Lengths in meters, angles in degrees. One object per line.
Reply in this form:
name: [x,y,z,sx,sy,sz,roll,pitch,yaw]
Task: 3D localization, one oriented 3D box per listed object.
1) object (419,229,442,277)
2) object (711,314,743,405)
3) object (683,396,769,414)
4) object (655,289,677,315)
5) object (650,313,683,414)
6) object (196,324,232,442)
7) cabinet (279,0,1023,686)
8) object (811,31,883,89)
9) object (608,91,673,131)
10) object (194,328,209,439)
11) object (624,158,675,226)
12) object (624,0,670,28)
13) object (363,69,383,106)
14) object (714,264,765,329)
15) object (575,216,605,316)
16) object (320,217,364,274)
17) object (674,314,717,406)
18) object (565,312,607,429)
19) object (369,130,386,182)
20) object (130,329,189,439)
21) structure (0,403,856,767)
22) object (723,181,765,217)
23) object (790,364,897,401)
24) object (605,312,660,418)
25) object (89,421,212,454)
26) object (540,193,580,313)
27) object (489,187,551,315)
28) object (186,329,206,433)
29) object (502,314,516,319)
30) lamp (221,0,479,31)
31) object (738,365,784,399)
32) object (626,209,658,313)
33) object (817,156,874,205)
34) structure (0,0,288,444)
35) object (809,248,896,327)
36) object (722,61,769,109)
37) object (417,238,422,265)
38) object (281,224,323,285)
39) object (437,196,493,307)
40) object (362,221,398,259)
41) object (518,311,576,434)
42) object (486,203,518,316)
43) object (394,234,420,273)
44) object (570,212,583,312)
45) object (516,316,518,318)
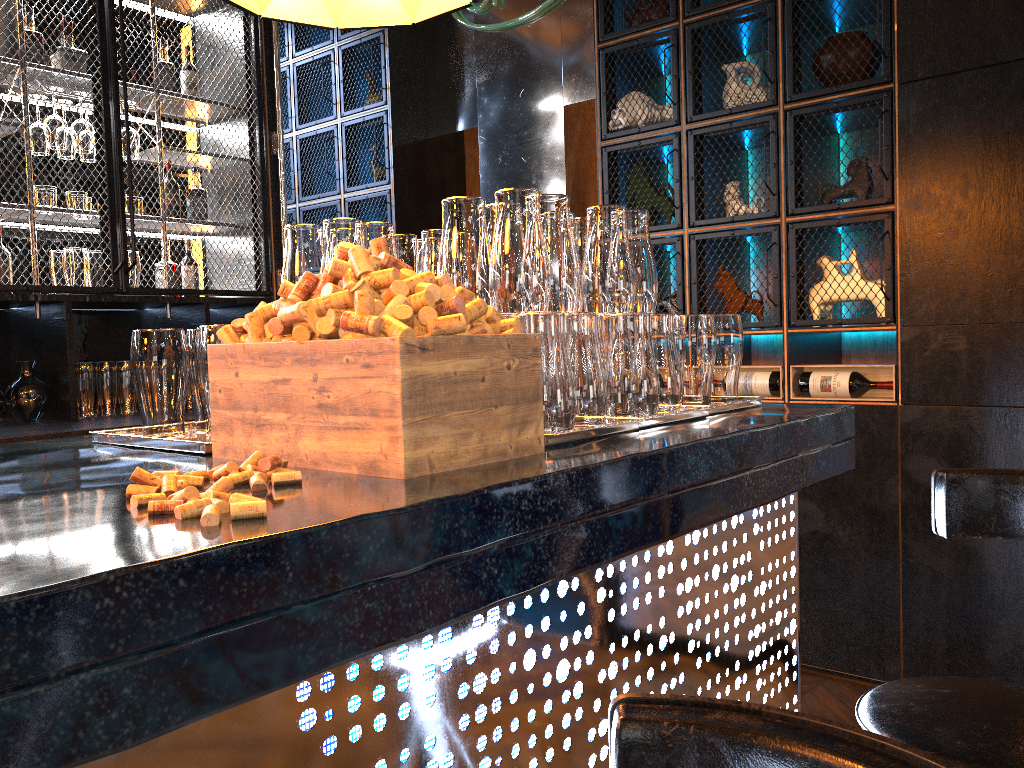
object: [-0.163,-0.243,2.014,0.105,0.209,0.105,-3,3,-25]
object: [0.476,-0.054,2.027,0.105,0.209,0.105,-1,3,15]
object: [0.335,0.045,2.055,0.437,0.019,0.273,1,4,40]
object: [0.649,-0.408,4.030,0.369,0.351,0.175,1,4,45]
object: [0.289,-0.038,1.784,0.105,0.209,0.105,-3,3,-25]
object: [-0.496,0.001,1.557,0.105,0.209,0.105,-1,3,15]
cabinet: [0.221,-0.656,4.526,4.416,3.514,0.691,1,4,40]
object: [1.300,-1.218,3.434,0.265,0.239,0.266,-1,3,19]
object: [0.636,-1.209,3.981,0.403,0.221,0.192,-1,3,10]
object: [-0.541,-0.003,1.672,0.105,0.209,0.105,-3,3,-25]
object: [0.642,-0.850,4.009,0.167,0.356,0.255,-5,4,-45]
object: [0.610,-1.658,3.963,0.253,0.249,0.126,0,4,40]
object: [-0.749,-1.686,5.086,0.290,0.290,0.097,0,4,39]
object: [0.957,-0.366,3.732,0.208,0.280,0.131,-1,3,22]
object: [0.160,-0.248,1.892,0.105,0.209,0.105,-3,3,-25]
object: [-0.338,-0.227,1.792,0.105,0.209,0.105,-3,3,-25]
object: [0.397,-0.048,1.953,0.105,0.209,0.105,-1,3,15]
object: [0.114,-0.021,1.563,0.105,0.209,0.105,-3,3,-25]
object: [-0.734,-1.289,5.149,0.198,0.358,0.116,-1,3,10]
object: [-0.673,0.000,1.702,0.105,0.209,0.105,-3,3,-25]
structure: [-1.626,0.542,0.068,1.214,1.685,6.009,1,4,40]
object: [0.984,-0.765,3.757,0.183,0.210,0.096,1,4,43]
object: [1.286,-0.008,3.409,0.396,0.132,0.123,1,4,41]
object: [0.227,-0.031,1.691,0.105,0.209,0.105,-3,3,-25]
object: [-0.558,0.094,1.659,0.437,0.019,0.273,1,4,40]
object: [0.067,-0.230,1.586,0.105,0.209,0.105,-3,3,-25]
object: [0.012,-0.224,1.513,0.105,0.209,0.105,-3,3,-25]
object: [-0.605,-0.007,1.794,0.105,0.209,0.105,-3,3,-25]
object: [-0.028,-0.016,1.553,0.105,0.209,0.105,-3,3,-25]
lamp: [-0.364,-1.598,1.750,0.607,1.564,0.582,1,4,40]
object: [0.956,-0.010,3.687,0.396,0.132,0.122,1,4,40]
object: [0.242,-0.246,1.807,0.105,0.209,0.105,-3,3,-25]
object: [1.302,-0.770,3.469,0.212,0.220,0.119,-1,3,24]
structure: [-3.359,-0.423,1.845,1.143,3.553,6.750,1,4,40]
object: [1.339,-0.378,3.467,0.164,0.303,0.341,-5,4,-45]
object: [1.009,-1.222,3.712,0.253,0.249,0.126,-1,3,10]
object: [-0.190,-0.250,2.171,0.105,0.209,0.105,-3,3,-25]
object: [-0.433,-0.227,1.860,0.105,0.209,0.105,-3,3,-25]
object: [-0.083,-0.225,1.581,0.105,0.209,0.105,-3,3,-25]
object: [-0.283,-0.232,1.865,0.105,0.209,0.105,-3,3,-25]
object: [0.052,-0.014,1.470,0.105,0.209,0.105,-3,3,-25]
object: [-0.015,-0.231,1.670,0.105,0.209,0.105,-3,3,-25]
object: [-0.258,-0.244,2.082,0.105,0.209,0.105,-3,3,-25]
object: [0.092,-0.241,1.803,0.105,0.209,0.105,-3,3,-25]
object: [0.037,-0.022,1.641,0.105,0.209,0.105,-3,3,-25]
